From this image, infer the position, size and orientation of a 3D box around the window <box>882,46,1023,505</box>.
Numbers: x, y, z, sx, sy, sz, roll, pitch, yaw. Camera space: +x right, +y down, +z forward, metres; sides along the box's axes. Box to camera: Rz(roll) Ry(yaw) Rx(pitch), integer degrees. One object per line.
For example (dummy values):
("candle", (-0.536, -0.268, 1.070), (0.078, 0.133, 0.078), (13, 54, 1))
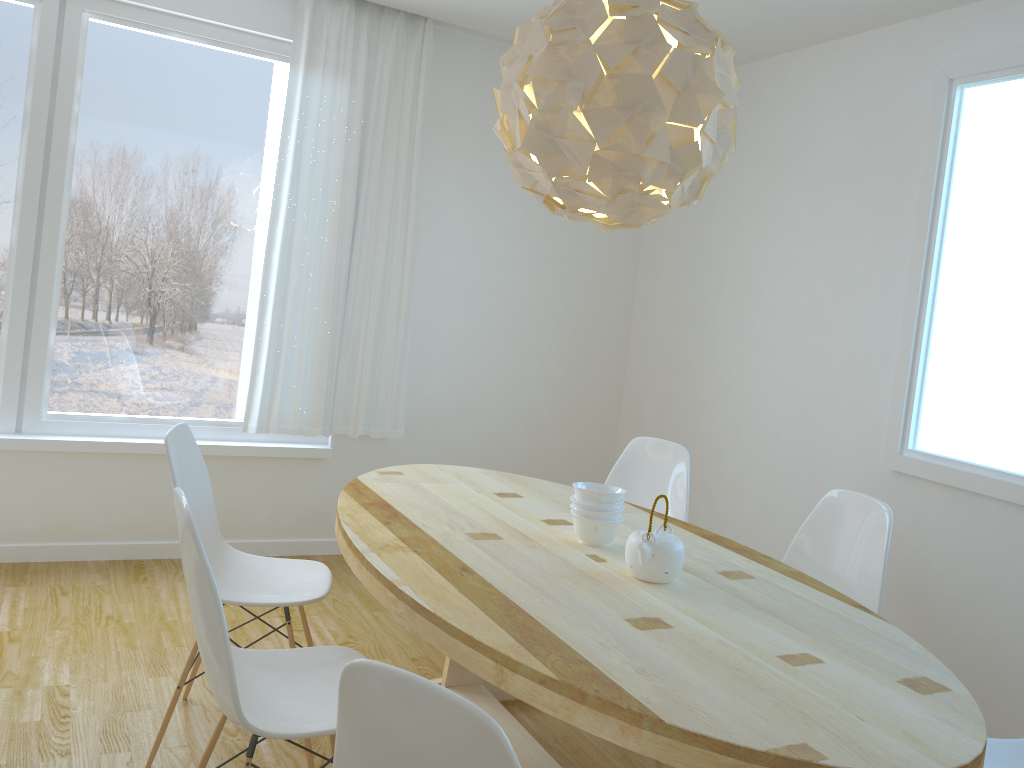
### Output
("window", (0.889, -0.163, 2.077), (2.543, 2.049, 1.890), (5, 4, -27))

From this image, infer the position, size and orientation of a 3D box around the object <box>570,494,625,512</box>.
("object", (0.235, 0.357, 2.480), (0.150, 0.095, 0.152), (6, 4, -11))

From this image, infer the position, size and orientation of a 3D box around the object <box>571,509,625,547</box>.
("object", (0.235, 0.405, 2.482), (0.152, 0.082, 0.152), (8, 5, 12))

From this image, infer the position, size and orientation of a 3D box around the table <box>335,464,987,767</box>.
("table", (0.146, 0.812, 2.371), (1.190, 0.723, 2.203), (4, 6, -29))

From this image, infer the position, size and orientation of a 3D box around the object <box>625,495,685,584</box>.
("object", (0.350, 0.380, 2.210), (0.177, 0.211, 0.148), (5, 3, -28))

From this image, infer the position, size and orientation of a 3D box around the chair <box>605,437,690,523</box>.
("chair", (0.381, 0.664, 3.316), (0.432, 0.899, 0.522), (9, 3, 38))

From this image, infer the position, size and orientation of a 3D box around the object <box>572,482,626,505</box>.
("object", (0.240, 0.330, 2.482), (0.152, 0.087, 0.152), (7, 4, 1))

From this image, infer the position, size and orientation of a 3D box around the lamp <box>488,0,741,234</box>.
("lamp", (0.302, -0.951, 2.299), (0.645, 1.132, 0.642), (5, 3, -28))

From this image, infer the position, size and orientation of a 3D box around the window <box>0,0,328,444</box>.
("window", (-2.042, -0.740, 3.839), (2.720, 1.914, 0.089), (5, 3, -27))

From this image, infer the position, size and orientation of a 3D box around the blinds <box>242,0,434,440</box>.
("blinds", (-0.768, -0.810, 4.261), (0.793, 2.155, 0.151), (6, 2, -27))

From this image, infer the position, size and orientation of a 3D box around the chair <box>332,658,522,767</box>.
("chair", (-0.030, 0.803, 1.318), (0.432, 0.899, 0.522), (8, 3, 33))

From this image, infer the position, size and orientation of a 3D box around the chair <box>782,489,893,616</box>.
("chair", (0.828, 0.776, 2.701), (0.522, 0.899, 0.432), (6, 3, -27))

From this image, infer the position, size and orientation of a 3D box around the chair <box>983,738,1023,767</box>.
("chair", (1.151, 0.889, 1.916), (0.523, 0.899, 0.431), (7, 2, 3))

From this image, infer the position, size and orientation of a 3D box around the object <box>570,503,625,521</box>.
("object", (0.234, 0.382, 2.482), (0.151, 0.093, 0.152), (8, 4, 12))

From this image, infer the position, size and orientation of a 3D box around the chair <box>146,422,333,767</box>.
("chair", (-0.774, 0.591, 2.607), (0.522, 0.899, 0.431), (7, 2, -7))
